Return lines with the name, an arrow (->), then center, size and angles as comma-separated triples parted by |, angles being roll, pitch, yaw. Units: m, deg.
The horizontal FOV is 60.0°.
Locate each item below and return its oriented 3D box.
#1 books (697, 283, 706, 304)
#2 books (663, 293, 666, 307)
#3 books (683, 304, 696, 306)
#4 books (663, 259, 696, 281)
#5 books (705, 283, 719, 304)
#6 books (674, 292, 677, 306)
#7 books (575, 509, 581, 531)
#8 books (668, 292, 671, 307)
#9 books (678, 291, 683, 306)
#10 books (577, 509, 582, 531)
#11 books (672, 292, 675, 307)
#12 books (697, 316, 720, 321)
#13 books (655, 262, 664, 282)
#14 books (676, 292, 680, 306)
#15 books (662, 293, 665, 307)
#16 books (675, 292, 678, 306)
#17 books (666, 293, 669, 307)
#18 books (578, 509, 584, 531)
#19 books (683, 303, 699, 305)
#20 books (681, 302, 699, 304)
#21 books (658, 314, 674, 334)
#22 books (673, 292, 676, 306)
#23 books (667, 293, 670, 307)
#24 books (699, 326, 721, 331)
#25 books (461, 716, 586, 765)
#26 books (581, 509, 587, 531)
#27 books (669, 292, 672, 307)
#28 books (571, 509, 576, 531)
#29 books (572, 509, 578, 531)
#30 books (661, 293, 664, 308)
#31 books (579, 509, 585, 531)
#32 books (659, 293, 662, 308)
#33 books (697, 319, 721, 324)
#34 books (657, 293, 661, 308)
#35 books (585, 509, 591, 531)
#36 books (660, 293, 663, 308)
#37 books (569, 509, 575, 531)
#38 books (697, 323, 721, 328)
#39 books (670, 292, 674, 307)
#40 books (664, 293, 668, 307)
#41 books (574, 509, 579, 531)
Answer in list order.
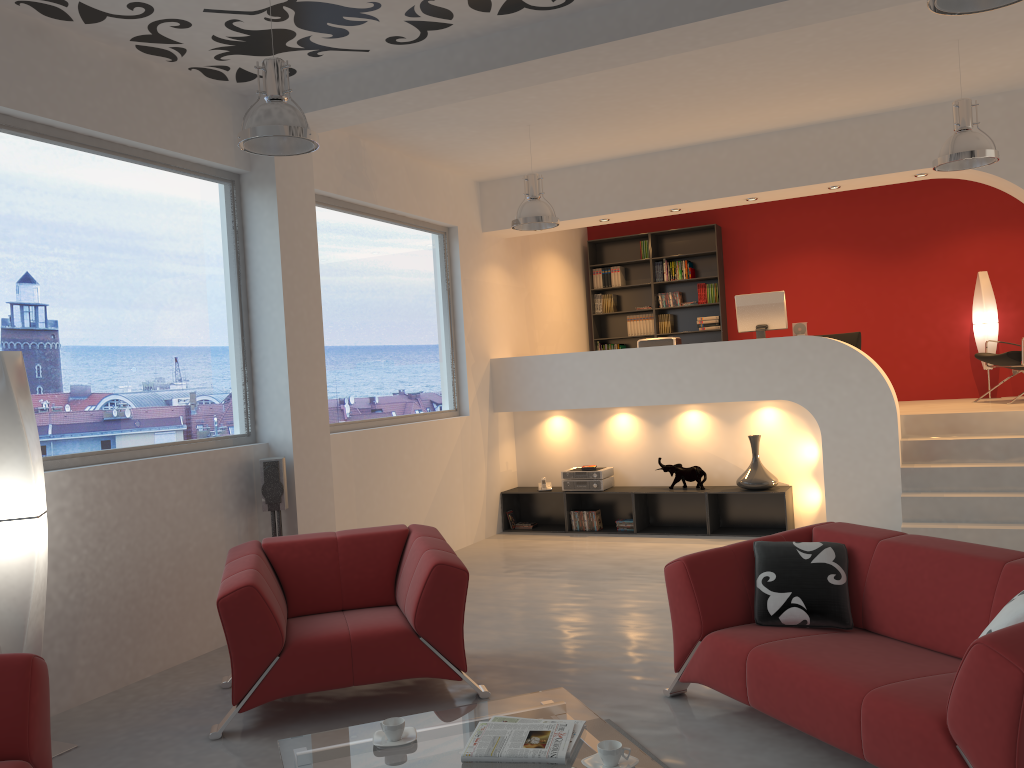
books -> 2.333, -1.091, 10.804 | 0.090, 0.256, 0.181 | -3, 0, 26
books -> 1.917, -1.033, 11.015 | 0.031, 0.190, 0.135 | -3, 0, 26
books -> 2.199, -0.963, 10.882 | 0.190, 0.015, 0.135 | -3, 0, 21
books -> 2.054, -1.407, 10.902 | 0.341, 0.286, 0.231 | -3, 0, 26
books -> 2.441, -1.090, 10.751 | 0.146, 0.240, 0.170 | -3, 0, 26
books -> 2.039, -1.041, 10.956 | 0.031, 0.190, 0.135 | -3, 0, 26
books -> 0.662, 1.328, 8.672 | 0.031, 0.190, 0.135 | -3, 0, 26
books -> 1.972, -1.037, 10.989 | 0.031, 0.190, 0.135 | -3, 0, 26
books -> 2.079, -1.043, 10.937 | 0.031, 0.190, 0.135 | -3, 0, 26
books -> 0.675, 1.327, 8.666 | 0.031, 0.190, 0.135 | -3, 0, 26
books -> 2.012, -1.039, 10.970 | 0.031, 0.190, 0.135 | -3, 0, 26
books -> 2.397, -0.790, 10.743 | 0.260, 0.040, 0.200 | -3, 0, 26
books -> 1.852, -1.380, 11.026 | 0.090, 0.256, 0.181 | -3, 0, 26
books -> 2.066, -1.042, 10.943 | 0.031, 0.190, 0.135 | -3, 0, 26
books -> 1.904, -1.033, 11.022 | 0.031, 0.190, 0.135 | -3, 0, 26
books -> 2.052, -1.042, 10.950 | 0.031, 0.190, 0.135 | -3, 0, 26
books -> 1.944, -1.035, 11.002 | 0.031, 0.190, 0.135 | -3, 0, 26
books -> 0.689, 1.326, 8.659 | 0.031, 0.190, 0.135 | -3, 0, 26
books -> 2.204, -0.978, 10.879 | 0.190, 0.015, 0.135 | -3, 0, 26
books -> 2.194, -0.992, 10.884 | 0.190, 0.015, 0.135 | -3, 0, 31
books -> 1.917, -0.742, 11.016 | 0.146, 0.240, 0.170 | -3, 0, 26
books -> 2.025, -1.040, 10.963 | 0.031, 0.190, 0.135 | -3, 0, 26
books -> 1.958, -1.036, 10.996 | 0.031, 0.190, 0.135 | -3, 0, 26
books -> 2.422, -0.672, 10.749 | 0.260, 0.040, 0.200 | -3, 0, 27
books -> 0.036, 1.194, 2.974 | 0.367, 0.035, 0.345 | -3, 0, 16
books -> 0.716, 1.325, 8.646 | 0.031, 0.190, 0.135 | -3, 0, 26
books -> 1.985, -1.037, 10.983 | 0.031, 0.190, 0.135 | -3, 0, 26
books -> 0.621, 1.330, 8.692 | 0.031, 0.190, 0.135 | -3, 0, 26
books -> 0.635, 1.329, 8.685 | 0.031, 0.190, 0.135 | -3, 0, 26
books -> 1.891, -1.032, 11.028 | 0.031, 0.190, 0.135 | -3, 0, 26
books -> 0.702, 1.325, 8.653 | 0.031, 0.190, 0.135 | -3, 0, 26
books -> 1.864, -1.030, 11.041 | 0.031, 0.190, 0.135 | -3, 0, 26
books -> 2.394, -0.750, 10.755 | 0.260, 0.040, 0.200 | -3, 0, 25
books -> 1.850, -1.029, 11.048 | 0.031, 0.190, 0.135 | -3, 0, 26
books -> 0.756, 1.322, 8.627 | 0.031, 0.190, 0.135 | -3, 0, 26
books -> 1.877, -1.031, 11.035 | 0.031, 0.190, 0.135 | -3, 0, 26
books -> 0.608, 1.331, 8.698 | 0.031, 0.190, 0.135 | -3, 0, 26
books -> 2.401, -0.711, 10.754 | 0.260, 0.040, 0.200 | -3, 0, 26
books -> 1.998, -1.038, 10.976 | 0.031, 0.190, 0.135 | -3, 0, 26
books -> 1.931, -1.034, 11.009 | 0.031, 0.190, 0.135 | -3, 0, 26
books -> 0.648, 1.329, 8.679 | 0.031, 0.190, 0.135 | -3, 0, 26
